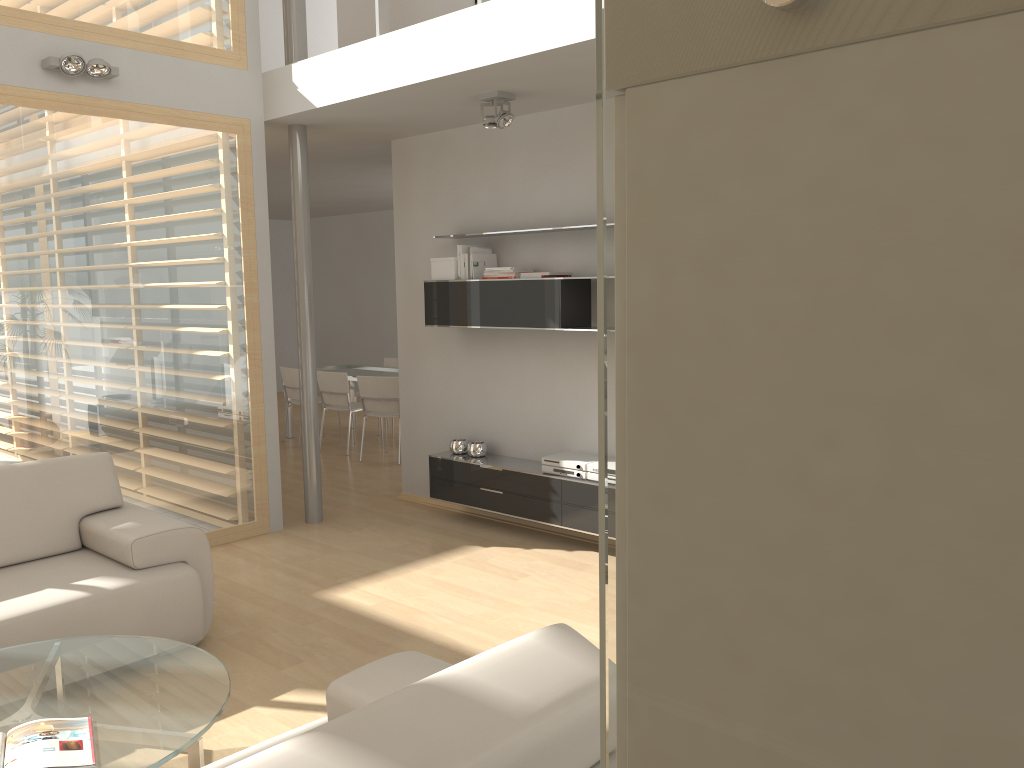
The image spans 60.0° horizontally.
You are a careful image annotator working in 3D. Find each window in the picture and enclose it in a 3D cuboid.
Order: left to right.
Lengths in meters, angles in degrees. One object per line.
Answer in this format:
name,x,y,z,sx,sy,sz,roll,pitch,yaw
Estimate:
window,-2.624,-3.052,4.497,0.020,2.200,2.525,5,9,42
window,-2.575,-0.220,4.812,0.020,2.500,2.525,5,9,42

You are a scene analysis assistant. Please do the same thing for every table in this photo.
table,-1.469,1.171,2.679,1.198,0.370,1.198,-5,7,-30
table,-1.371,0.242,9.271,2.199,0.746,0.900,5,9,42

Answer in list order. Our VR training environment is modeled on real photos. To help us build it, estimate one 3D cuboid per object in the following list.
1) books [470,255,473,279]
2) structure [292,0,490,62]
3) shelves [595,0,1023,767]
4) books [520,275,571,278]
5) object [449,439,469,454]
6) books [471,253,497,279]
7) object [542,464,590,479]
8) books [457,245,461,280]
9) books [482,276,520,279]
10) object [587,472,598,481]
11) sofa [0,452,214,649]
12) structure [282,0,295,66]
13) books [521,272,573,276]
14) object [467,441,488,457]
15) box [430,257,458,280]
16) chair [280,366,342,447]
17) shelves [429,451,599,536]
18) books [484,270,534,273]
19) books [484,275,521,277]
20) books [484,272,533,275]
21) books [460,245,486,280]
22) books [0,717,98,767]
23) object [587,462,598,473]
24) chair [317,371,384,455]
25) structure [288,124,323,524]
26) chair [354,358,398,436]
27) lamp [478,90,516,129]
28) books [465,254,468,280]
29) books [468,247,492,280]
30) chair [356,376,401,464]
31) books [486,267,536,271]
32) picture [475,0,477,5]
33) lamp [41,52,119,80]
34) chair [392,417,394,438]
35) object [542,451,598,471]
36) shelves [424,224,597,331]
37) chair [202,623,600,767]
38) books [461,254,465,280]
books,-0.198,-0.769,5.852,0.009,0.156,0.207,5,9,42
structure,0.435,-2.282,3.886,5.400,0.900,0.080,5,9,42
shelves,1.016,0.592,1.231,0.408,1.756,2.432,5,9,42
books,0.209,-0.663,5.480,0.254,0.015,0.190,-6,8,-41
object,-0.366,0.437,6.197,0.143,0.091,0.143,-3,7,-15
books,-0.178,-0.775,5.851,0.023,0.169,0.230,5,9,42
object,0.389,0.526,5.469,0.349,0.049,0.262,5,9,42
books,-0.275,-0.811,5.925,0.017,0.227,0.230,5,9,42
books,-0.012,-0.678,5.663,0.297,0.013,0.210,5,9,42
object,0.655,0.547,5.234,0.349,0.049,0.250,5,9,42
sofa,-2.394,0.843,3.605,1.168,0.846,2.093,5,9,42
structure,-1.456,-3.210,5.740,0.121,2.400,0.122,3,7,30
books,0.215,-0.678,5.467,0.230,0.017,0.227,5,9,42
object,-0.235,0.448,6.077,0.143,0.091,0.143,-3,7,-15
box,-0.386,-0.777,5.993,0.232,0.149,0.232,5,9,42
chair,-2.141,0.211,9.405,0.501,0.807,0.455,-6,8,-37
shelves,1.084,0.764,4.854,4.236,0.312,0.300,5,9,42
books,-0.019,-0.719,5.660,0.254,0.015,0.190,5,9,44
books,-0.014,-0.691,5.665,0.268,0.011,0.190,5,9,44
books,-0.023,-0.704,5.669,0.254,0.015,0.190,4,8,38
books,-0.257,-0.810,5.917,0.017,0.227,0.230,5,9,42
books,-1.359,0.998,2.375,0.440,0.037,0.297,-4,7,-27
object,0.650,0.499,5.225,0.349,0.049,0.262,5,9,42
chair,-1.633,0.258,8.906,0.455,0.807,0.501,4,8,37
structure,-1.407,-0.378,6.055,0.121,2.700,0.122,3,7,30
chair,-1.456,0.130,10.025,0.455,0.807,0.501,5,9,42
lamp,-0.082,-1.550,5.055,0.214,0.195,0.150,5,9,42
books,-0.220,-0.778,5.887,0.027,0.169,0.230,5,9,42
books,-0.211,-0.796,5.859,0.021,0.210,0.207,5,9,42
chair,-1.141,0.305,8.401,0.455,0.807,0.501,2,7,23
books,-0.008,-0.736,5.666,0.227,0.017,0.230,4,8,37
picture,0.363,-3.270,5.206,1.684,1.800,0.010,5,9,42
lamp,-2.320,-1.712,4.799,0.183,0.110,0.360,5,9,42
chair,-0.977,0.169,9.600,0.455,0.807,0.501,5,9,42
object,0.388,0.477,5.464,0.349,0.049,0.262,5,9,42
shelves,1.063,-0.428,4.721,4.236,0.914,0.300,5,9,42
chair,-0.464,1.007,1.825,1.165,0.846,1.562,5,9,42
books,-0.246,-0.779,5.899,0.027,0.169,0.230,5,9,42
